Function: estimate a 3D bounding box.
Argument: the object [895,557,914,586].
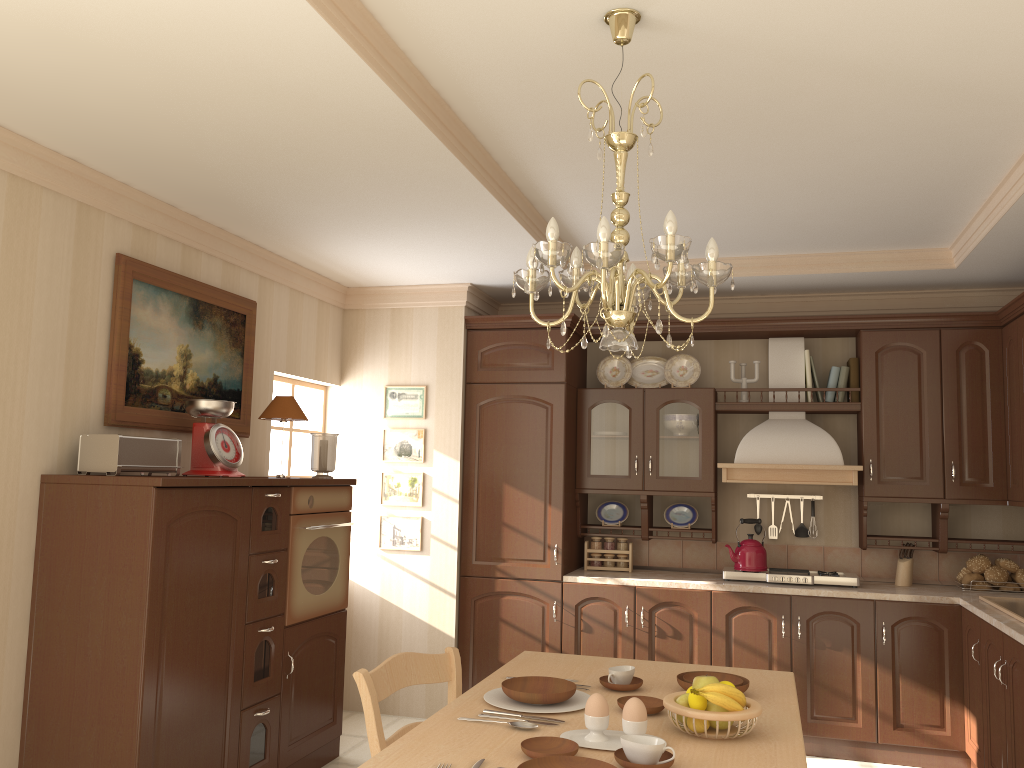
[{"bbox_3d":[2.169,1.034,4.888,0.151,0.148,0.078,6,-7,-36],"label":"object"}]

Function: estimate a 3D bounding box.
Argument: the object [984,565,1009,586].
[{"bbox_3d":[2.550,1.008,4.672,0.110,0.102,0.115,-4,-8,45],"label":"object"}]

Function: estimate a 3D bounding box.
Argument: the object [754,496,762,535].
[{"bbox_3d":[1.451,0.774,5.227,0.048,0.231,0.015,0,-6,17],"label":"object"}]

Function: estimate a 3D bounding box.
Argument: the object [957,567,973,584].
[{"bbox_3d":[2.460,1.039,4.790,0.123,0.109,0.092,3,-6,-16],"label":"object"}]

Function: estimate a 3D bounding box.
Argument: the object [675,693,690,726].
[{"bbox_3d":[0.433,0.796,2.168,0.074,0.076,0.072,2,-6,-9],"label":"object"}]

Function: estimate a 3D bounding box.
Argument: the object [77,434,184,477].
[{"bbox_3d":[-1.446,0.276,3.392,0.192,0.150,0.360,0,-6,16],"label":"object"}]

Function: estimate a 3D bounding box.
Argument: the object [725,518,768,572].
[{"bbox_3d":[1.311,0.887,4.909,0.181,0.282,0.227,-3,-8,39],"label":"object"}]

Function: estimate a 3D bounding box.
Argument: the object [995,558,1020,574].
[{"bbox_3d":[2.635,0.966,4.719,0.112,0.078,0.125,0,-6,10],"label":"object"}]

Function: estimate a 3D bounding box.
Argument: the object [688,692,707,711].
[{"bbox_3d":[0.445,0.760,2.125,0.045,0.053,0.051,1,-6,4],"label":"object"}]

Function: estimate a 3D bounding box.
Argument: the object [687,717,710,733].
[{"bbox_3d":[0.442,0.806,2.108,0.046,0.046,0.055,6,-8,-41],"label":"object"}]

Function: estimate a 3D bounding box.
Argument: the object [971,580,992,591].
[{"bbox_3d":[2.497,1.070,4.725,0.114,0.058,0.119,3,-6,-19],"label":"object"}]

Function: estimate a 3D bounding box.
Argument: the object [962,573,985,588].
[{"bbox_3d":[2.453,1.049,4.718,0.114,0.092,0.104,4,-7,-27],"label":"object"}]

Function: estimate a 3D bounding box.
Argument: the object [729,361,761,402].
[{"bbox_3d":[1.348,-0.008,5.207,0.163,0.248,0.174,4,-6,-21],"label":"object"}]

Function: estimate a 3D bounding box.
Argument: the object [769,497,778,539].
[{"bbox_3d":[1.532,0.786,5.205,0.051,0.245,0.003,0,-6,16],"label":"object"}]

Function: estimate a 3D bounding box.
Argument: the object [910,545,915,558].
[{"bbox_3d":[2.211,0.970,4.910,0.050,0.159,0.022,3,-6,-14],"label":"object"}]

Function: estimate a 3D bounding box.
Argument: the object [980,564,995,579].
[{"bbox_3d":[2.565,1.010,4.773,0.113,0.092,0.110,4,-6,-22],"label":"object"}]

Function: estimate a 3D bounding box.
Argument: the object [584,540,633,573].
[{"bbox_3d":[0.580,1.028,5.302,0.276,0.170,0.140,0,-6,11],"label":"object"}]

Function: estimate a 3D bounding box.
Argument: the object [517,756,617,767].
[{"bbox_3d":[0.109,0.765,1.697,0.204,0.042,0.204,3,-6,-14],"label":"object"}]

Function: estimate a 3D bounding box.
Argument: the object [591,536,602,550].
[{"bbox_3d":[0.507,0.956,5.324,0.068,0.088,0.068,-2,-7,32],"label":"object"}]

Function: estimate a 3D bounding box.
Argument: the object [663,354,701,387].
[{"bbox_3d":[1.013,-0.081,5.280,0.220,0.210,0.068,0,-6,14],"label":"object"}]

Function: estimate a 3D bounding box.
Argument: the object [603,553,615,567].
[{"bbox_3d":[0.581,1.056,5.298,0.068,0.088,0.068,-2,-7,32],"label":"object"}]

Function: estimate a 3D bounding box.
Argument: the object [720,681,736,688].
[{"bbox_3d":[0.529,0.758,2.193,0.047,0.046,0.054,5,-7,-32],"label":"object"}]

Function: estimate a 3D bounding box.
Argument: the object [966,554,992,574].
[{"bbox_3d":[2.496,0.962,4.742,0.118,0.105,0.100,0,-6,11],"label":"object"}]

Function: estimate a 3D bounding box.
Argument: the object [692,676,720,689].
[{"bbox_3d":[0.478,0.748,2.180,0.068,0.061,0.069,-2,-7,32],"label":"object"}]

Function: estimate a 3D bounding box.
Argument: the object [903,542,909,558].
[{"bbox_3d":[2.180,0.975,4.917,0.052,0.191,0.027,5,-7,-28],"label":"object"}]

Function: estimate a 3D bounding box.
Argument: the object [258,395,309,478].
[{"bbox_3d":[-1.092,0.251,4.225,0.237,0.388,0.235,-2,-7,28],"label":"object"}]

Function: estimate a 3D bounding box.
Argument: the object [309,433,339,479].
[{"bbox_3d":[-0.934,0.356,4.391,0.144,0.220,0.144,1,-6,-1],"label":"object"}]

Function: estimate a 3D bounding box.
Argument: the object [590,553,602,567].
[{"bbox_3d":[0.504,1.056,5.313,0.068,0.088,0.068,-2,-7,32],"label":"object"}]

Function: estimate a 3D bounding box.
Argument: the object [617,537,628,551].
[{"bbox_3d":[0.660,0.956,5.293,0.068,0.088,0.068,-2,-7,32],"label":"object"}]

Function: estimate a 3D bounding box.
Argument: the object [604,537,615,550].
[{"bbox_3d":[0.583,0.956,5.308,0.068,0.088,0.068,-2,-7,32],"label":"object"}]

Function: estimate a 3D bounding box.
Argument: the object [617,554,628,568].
[{"bbox_3d":[0.657,1.056,5.282,0.068,0.088,0.068,-2,-7,32],"label":"object"}]

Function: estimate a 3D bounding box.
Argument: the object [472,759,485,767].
[{"bbox_3d":[-0.083,0.789,1.792,0.018,0.008,0.212,0,-6,11],"label":"object"}]

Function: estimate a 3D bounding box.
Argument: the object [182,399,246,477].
[{"bbox_3d":[-1.274,0.233,3.768,0.263,0.317,0.218,-1,-6,20],"label":"object"}]

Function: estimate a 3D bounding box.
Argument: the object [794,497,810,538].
[{"bbox_3d":[1.692,0.778,5.173,0.088,0.236,0.028,0,-6,16],"label":"object"}]

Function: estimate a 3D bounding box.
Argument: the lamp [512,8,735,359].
[{"bbox_3d":[0.284,-0.571,2.314,0.501,0.982,0.502,3,-6,-14],"label":"lamp"}]

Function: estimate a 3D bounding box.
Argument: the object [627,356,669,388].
[{"bbox_3d":[0.833,-0.072,5.390,0.342,0.209,0.073,0,-6,17],"label":"object"}]

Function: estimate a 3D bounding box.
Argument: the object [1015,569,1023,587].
[{"bbox_3d":[2.688,1.019,4.630,0.117,0.106,0.097,5,-7,-28],"label":"object"}]

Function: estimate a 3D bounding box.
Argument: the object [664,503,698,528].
[{"bbox_3d":[1.000,0.776,5.250,0.202,0.143,0.071,0,-6,14],"label":"object"}]

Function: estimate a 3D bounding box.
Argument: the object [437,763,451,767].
[{"bbox_3d":[-0.150,0.786,1.756,0.028,0.004,0.218,1,-6,6],"label":"object"}]

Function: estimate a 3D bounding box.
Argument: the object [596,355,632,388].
[{"bbox_3d":[0.622,-0.079,5.392,0.220,0.210,0.068,0,-6,14],"label":"object"}]

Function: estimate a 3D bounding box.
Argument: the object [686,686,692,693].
[{"bbox_3d":[0.460,0.778,2.220,0.055,0.047,0.045,7,-8,-42],"label":"object"}]

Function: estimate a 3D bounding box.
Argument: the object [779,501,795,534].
[{"bbox_3d":[1.605,0.779,5.184,0.089,0.195,0.005,0,-6,16],"label":"object"}]

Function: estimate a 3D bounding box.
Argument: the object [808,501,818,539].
[{"bbox_3d":[1.746,0.787,5.142,0.049,0.219,0.049,2,-6,-6],"label":"object"}]

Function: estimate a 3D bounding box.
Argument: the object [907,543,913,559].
[{"bbox_3d":[2.182,0.976,4.884,0.053,0.198,0.027,1,-6,0],"label":"object"}]

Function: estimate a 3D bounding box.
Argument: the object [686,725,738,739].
[{"bbox_3d":[0.486,0.839,2.152,0.128,0.011,0.128,5,-7,-33],"label":"object"}]

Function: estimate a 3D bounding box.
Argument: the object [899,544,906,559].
[{"bbox_3d":[2.152,0.983,4.904,0.053,0.198,0.027,1,-6,0],"label":"object"}]

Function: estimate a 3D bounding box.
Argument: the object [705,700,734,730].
[{"bbox_3d":[0.498,0.794,2.132,0.077,0.065,0.076,2,-6,-7],"label":"object"}]

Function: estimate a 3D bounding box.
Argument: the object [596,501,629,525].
[{"bbox_3d":[0.606,0.779,5.365,0.202,0.143,0.071,0,-6,14],"label":"object"}]
